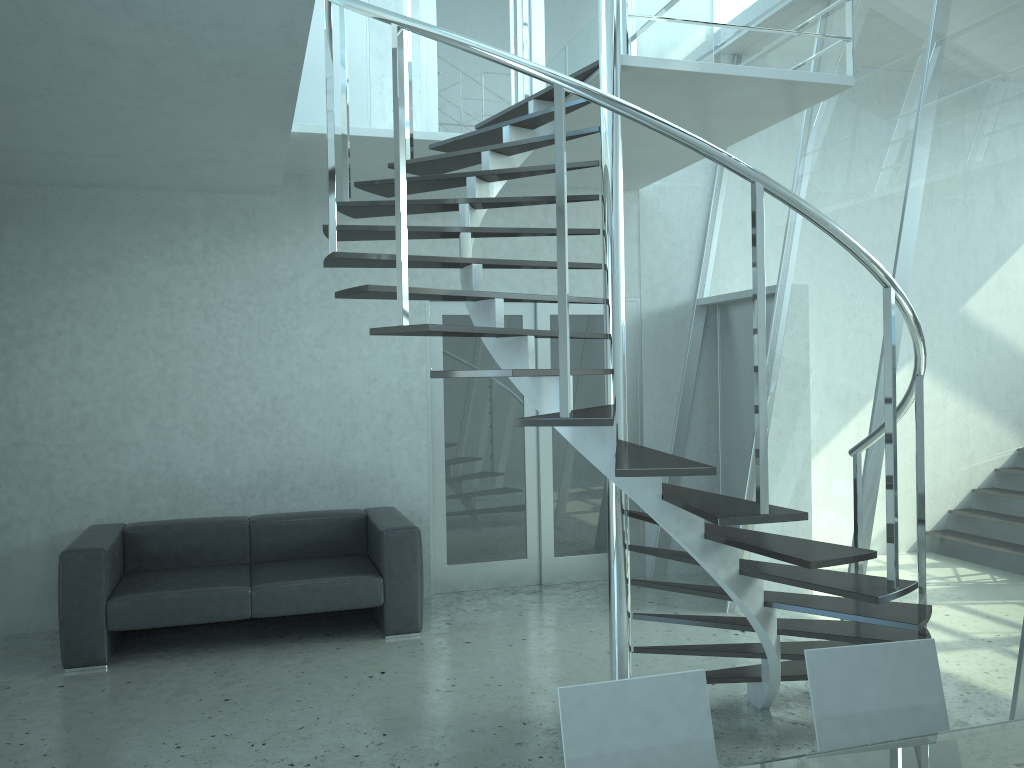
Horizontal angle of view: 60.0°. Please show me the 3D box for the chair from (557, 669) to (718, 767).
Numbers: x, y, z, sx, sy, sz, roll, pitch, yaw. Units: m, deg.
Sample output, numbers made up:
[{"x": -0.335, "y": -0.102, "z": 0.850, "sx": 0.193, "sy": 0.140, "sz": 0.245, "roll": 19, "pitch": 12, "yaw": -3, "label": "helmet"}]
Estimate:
[{"x": 0.357, "y": 1.108, "z": 1.818, "sx": 0.410, "sy": 0.857, "sz": 0.492, "roll": -1, "pitch": 1, "yaw": -17, "label": "chair"}]

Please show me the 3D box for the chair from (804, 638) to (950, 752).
[{"x": 0.970, "y": 1.094, "z": 2.032, "sx": 0.413, "sy": 0.857, "sz": 0.492, "roll": -1, "pitch": 1, "yaw": -12, "label": "chair"}]

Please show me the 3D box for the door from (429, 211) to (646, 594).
[{"x": 0.554, "y": 0.077, "z": 7.159, "sx": 1.162, "sy": 3.200, "sz": 2.576, "roll": -1, "pitch": 1, "yaw": 31, "label": "door"}]

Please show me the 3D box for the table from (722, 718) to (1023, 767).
[{"x": 0.777, "y": 1.172, "z": 1.463, "sx": 2.100, "sy": 0.720, "sz": 1.000, "roll": -1, "pitch": 1, "yaw": -17, "label": "table"}]

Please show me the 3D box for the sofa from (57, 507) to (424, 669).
[{"x": -1.617, "y": 1.190, "z": 5.486, "sx": 2.025, "sy": 0.652, "sz": 0.943, "roll": -1, "pitch": 1, "yaw": -17, "label": "sofa"}]

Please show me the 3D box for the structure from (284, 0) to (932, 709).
[{"x": 0.256, "y": -0.567, "z": 4.574, "sx": 2.655, "sy": 4.156, "sz": 3.780, "roll": -1, "pitch": 1, "yaw": -17, "label": "structure"}]
